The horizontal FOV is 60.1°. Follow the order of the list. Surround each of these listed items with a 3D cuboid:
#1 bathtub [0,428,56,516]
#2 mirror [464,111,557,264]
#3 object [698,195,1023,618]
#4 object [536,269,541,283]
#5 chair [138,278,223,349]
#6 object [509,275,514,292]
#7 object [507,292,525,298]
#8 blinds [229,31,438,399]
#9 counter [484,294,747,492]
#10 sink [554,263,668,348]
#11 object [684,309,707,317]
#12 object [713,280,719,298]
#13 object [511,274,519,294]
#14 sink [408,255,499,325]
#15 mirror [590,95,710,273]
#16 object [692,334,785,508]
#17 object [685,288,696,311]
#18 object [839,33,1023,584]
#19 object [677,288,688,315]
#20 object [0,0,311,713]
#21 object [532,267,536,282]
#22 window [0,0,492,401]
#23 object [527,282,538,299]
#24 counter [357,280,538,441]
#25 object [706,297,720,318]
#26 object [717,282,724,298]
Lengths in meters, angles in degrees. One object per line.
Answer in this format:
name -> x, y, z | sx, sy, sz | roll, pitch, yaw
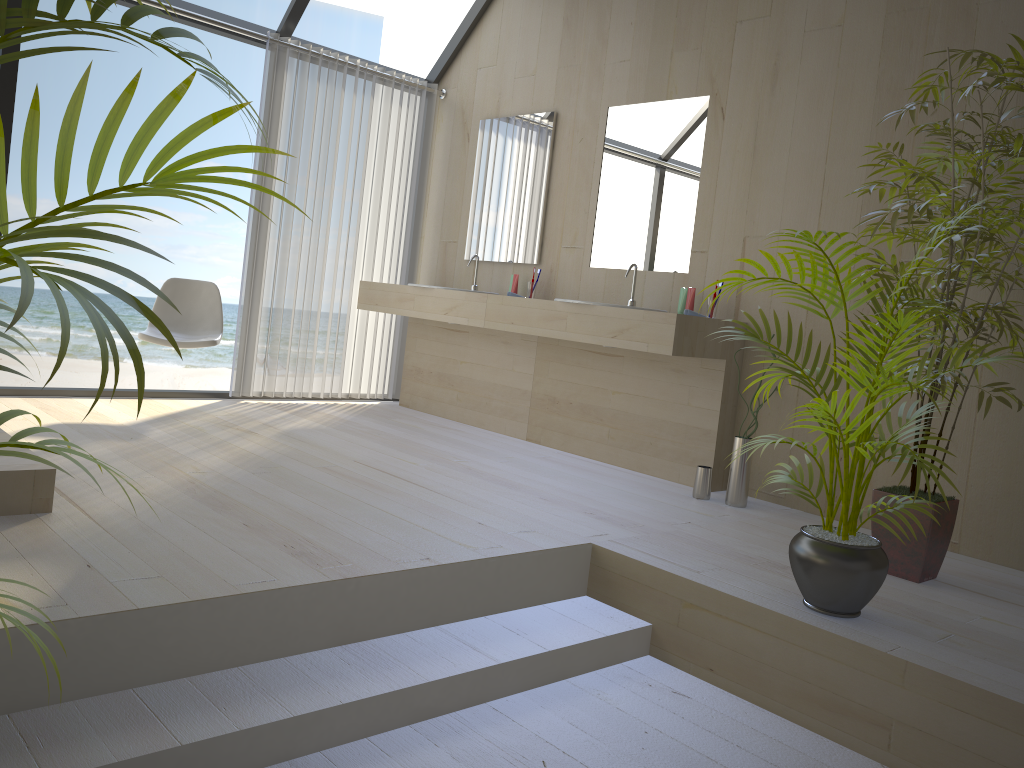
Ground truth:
bathtub -> -2.513, 0.170, 2.488 | 1.817, 0.697, 1.655 | 2, 6, -43
mirror -> -0.020, -1.160, 5.273 | 0.023, 0.867, 0.656 | 5, 3, -43
object -> 0.899, 0.039, 2.391 | 0.915, 1.155, 0.753 | 6, 3, -9
object -> 0.129, -0.560, 4.960 | 0.053, 0.175, 0.012 | 6, 2, -18
chair -> -1.649, -0.355, 4.462 | 0.368, 0.346, 0.456 | 6, 4, -14
object -> 0.003, -0.563, 5.103 | 0.039, 0.134, 0.039 | 7, 2, 6
object -> 0.024, -0.494, 4.912 | 0.104, 0.029, 0.033 | 6, 4, -2
blinds -> -1.060, -0.942, 5.406 | 1.180, 2.066, 0.084 | 4, 3, -43
counter -> 0.436, 0.020, 4.314 | 0.549, 0.789, 1.211 | 4, 5, -43
sink -> 0.471, -0.387, 4.245 | 0.503, 0.418, 0.577 | 4, 5, -39
object -> 0.834, -0.322, 4.026 | 0.104, 0.029, 0.033 | 6, 4, -2
object -> 0.926, -0.387, 4.041 | 0.012, 0.178, 0.050 | 6, 2, -4
object -> 0.017, -0.551, 4.990 | 0.039, 0.134, 0.039 | 7, 2, 6
sink -> -0.339, -0.559, 5.130 | 0.503, 0.418, 0.577 | 4, 5, -39
mirror -> 0.696, -1.011, 4.531 | 0.023, 0.867, 0.656 | 5, 3, -43
object -> 1.014, 0.145, 3.851 | 0.275, 0.747, 0.406 | 8, 3, 35
object -> 0.827, -0.379, 4.104 | 0.039, 0.134, 0.039 | 7, 2, -2
object -> 1.452, -0.233, 2.920 | 0.785, 1.753, 0.939 | 6, 3, -18
object -> 0.813, -0.391, 4.217 | 0.039, 0.134, 0.039 | 7, 2, -2
object -> -0.727, -0.112, 0.990 | 0.876, 1.343, 1.063 | 9, 4, 36
object -> 0.116, -0.559, 4.926 | 0.012, 0.178, 0.050 | 6, 2, -4
window -> -2.076, -1.293, 4.156 | 4.551, 2.807, 0.748 | 3, 4, -43
object -> 0.109, -0.520, 4.957 | 0.058, 0.100, 0.059 | 5, 3, -36
counter -> -0.374, -0.152, 5.199 | 0.549, 0.789, 1.211 | 4, 5, -43
object -> 0.919, -0.348, 4.072 | 0.058, 0.100, 0.059 | 5, 3, -33
object -> 0.939, -0.387, 4.075 | 0.053, 0.175, 0.012 | 6, 2, -18
